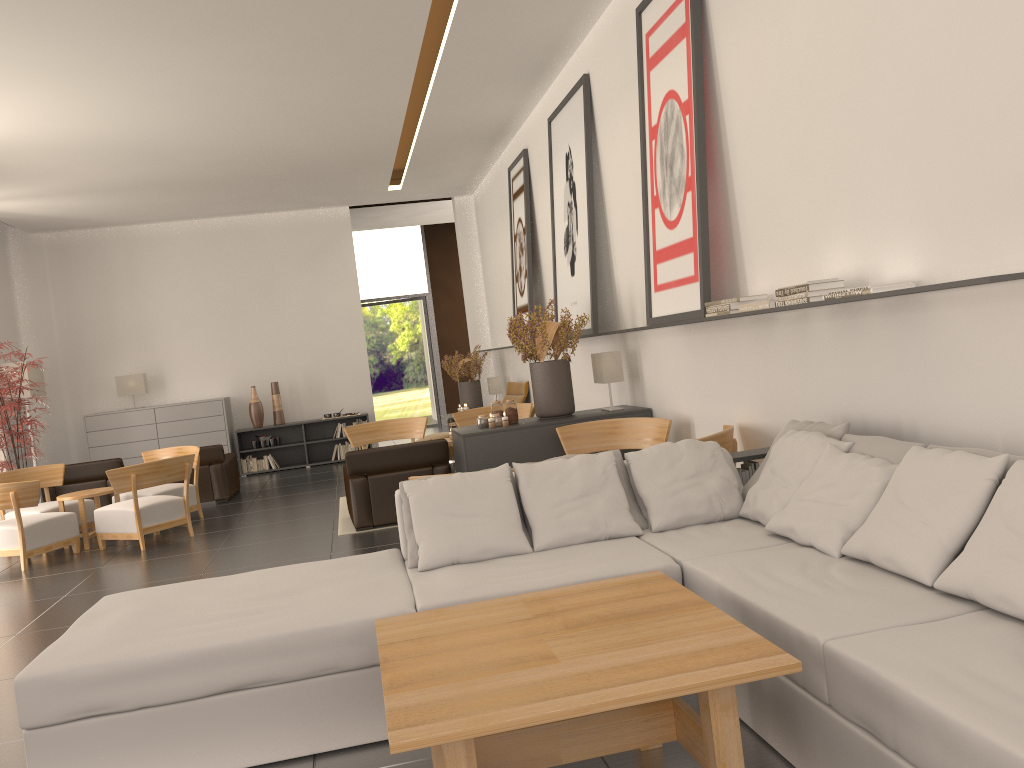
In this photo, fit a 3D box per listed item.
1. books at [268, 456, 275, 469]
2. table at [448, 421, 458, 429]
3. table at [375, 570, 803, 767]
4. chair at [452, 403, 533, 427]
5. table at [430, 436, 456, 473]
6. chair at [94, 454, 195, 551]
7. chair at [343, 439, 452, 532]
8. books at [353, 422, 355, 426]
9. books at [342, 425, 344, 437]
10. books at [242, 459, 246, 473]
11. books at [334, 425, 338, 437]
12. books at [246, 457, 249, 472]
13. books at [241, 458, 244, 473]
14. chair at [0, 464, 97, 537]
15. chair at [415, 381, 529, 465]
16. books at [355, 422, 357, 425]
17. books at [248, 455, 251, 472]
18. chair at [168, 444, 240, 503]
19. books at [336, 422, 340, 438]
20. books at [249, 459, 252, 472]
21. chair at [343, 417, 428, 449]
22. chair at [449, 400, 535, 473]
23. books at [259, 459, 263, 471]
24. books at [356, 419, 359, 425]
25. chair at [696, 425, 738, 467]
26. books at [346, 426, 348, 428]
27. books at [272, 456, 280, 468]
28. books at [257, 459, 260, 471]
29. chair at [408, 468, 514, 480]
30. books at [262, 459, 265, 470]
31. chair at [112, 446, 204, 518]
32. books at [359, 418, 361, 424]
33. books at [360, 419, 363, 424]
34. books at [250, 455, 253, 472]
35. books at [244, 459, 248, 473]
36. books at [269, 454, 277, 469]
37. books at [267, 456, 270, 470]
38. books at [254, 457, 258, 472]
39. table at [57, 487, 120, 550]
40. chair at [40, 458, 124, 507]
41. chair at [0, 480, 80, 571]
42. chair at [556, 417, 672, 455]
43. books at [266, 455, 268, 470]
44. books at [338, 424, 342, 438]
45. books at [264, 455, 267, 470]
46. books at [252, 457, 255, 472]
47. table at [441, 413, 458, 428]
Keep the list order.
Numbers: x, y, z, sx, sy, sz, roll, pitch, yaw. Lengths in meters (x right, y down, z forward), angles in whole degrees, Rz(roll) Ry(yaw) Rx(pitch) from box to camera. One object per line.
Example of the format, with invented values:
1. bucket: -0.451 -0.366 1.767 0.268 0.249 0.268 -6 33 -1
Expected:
1. books: -5.677 1.842 20.927 0.130 0.322 0.252 -7 2 -10
2. table: -0.820 1.161 17.625 0.798 0.903 0.797 -8 2 -33
3. table: 0.248 1.582 4.089 1.601 0.840 1.600 -7 2 -10
4. chair: -0.213 1.006 15.211 1.452 1.226 1.151 -7 2 -10
5. table: -0.912 1.296 14.061 0.797 0.903 0.798 -7 2 12
6. chair: -5.393 1.730 13.049 1.150 1.226 1.454 -6 2 35
7. chair: -1.605 1.354 12.572 1.538 1.075 1.499 -7 2 -10
8. books: -3.778 1.076 21.288 0.054 0.311 0.244 -7 2 -10
9. books: -4.052 1.115 21.239 0.017 0.305 0.239 -7 2 -10
10. books: -6.283 1.927 20.826 0.048 0.305 0.226 -7 2 -10
11. books: -4.215 1.144 21.202 0.142 0.289 0.252 -7 2 -10
12. books: -6.204 1.890 20.850 0.039 0.358 0.210 -7 1 -10
13. books: -6.318 1.915 20.806 0.022 0.338 0.253 -7 2 -10
14. chair: -7.464 1.942 14.120 1.150 1.226 1.454 -6 2 25
15. chair: -0.849 0.829 18.619 2.423 1.485 1.299 -8 2 -20
16. books: -3.732 1.067 21.301 0.039 0.318 0.236 -7 2 -10
17. books: -6.169 1.872 20.851 0.029 0.385 0.219 -7 1 -10
18. chair: -6.125 1.735 16.986 1.538 1.075 1.499 -7 2 -10
19. books: -4.163 1.105 21.221 0.138 0.354 0.236 -7 1 -10
20. books: -6.141 1.910 20.859 0.017 0.302 0.215 -7 1 -10
21. chair: -2.027 1.240 14.871 1.452 1.226 1.151 -7 2 -10
22. chair: -0.508 0.858 16.794 2.421 1.485 1.300 -7 2 -1
23. books: -5.918 1.907 20.925 0.054 0.249 0.167 -7 1 -10
24. books: -3.697 1.029 21.310 0.039 0.384 0.232 -7 1 -10
25. chair: 1.521 1.071 8.297 1.150 1.226 1.454 -6 2 35
26. books: -3.944 1.128 21.296 0.054 0.249 0.167 -7 1 -10
27. books: -5.581 1.844 20.945 0.142 0.289 0.252 -7 2 -10
28. books: -5.972 1.914 20.915 0.054 0.249 0.167 -7 1 -10
29. chair: -0.058 1.283 7.782 1.451 1.226 1.152 -6 2 15
30. books: -5.863 1.900 20.935 0.054 0.249 0.167 -7 1 -10
31. chair: -5.839 1.721 14.696 1.450 1.226 1.152 -6 2 30
32. books: -3.644 1.021 21.326 0.029 0.385 0.219 -7 1 -10
33. books: -3.609 1.030 21.337 0.039 0.358 0.210 -7 1 -10
34. books: -6.115 1.866 20.855 0.039 0.384 0.232 -7 1 -10
35. books: -6.237 1.918 20.825 0.039 0.312 0.246 -7 2 -10
36. books: -5.644 1.821 20.941 0.138 0.354 0.236 -7 1 -10
37. books: -5.748 1.858 20.920 0.017 0.305 0.239 -7 2 -10
38. books: -6.023 1.891 20.866 0.054 0.311 0.244 -7 2 -10
39. table: -6.430 2.050 13.562 0.869 0.803 0.870 -7 2 12
40. chair: -7.868 1.960 16.660 1.538 1.075 1.499 -7 2 -10
41. chair: -6.972 1.943 12.534 1.451 1.226 1.152 -6 2 15
42. chair: 1.074 1.062 9.944 1.450 1.226 1.152 -6 2 30
43. books: -5.768 1.851 20.909 0.019 0.324 0.254 -7 2 -10
44. books: -4.123 1.117 21.220 0.130 0.322 0.252 -7 2 -10
45. books: -5.811 1.853 20.935 0.054 0.328 0.187 -7 1 -10
46. books: -6.071 1.893 20.861 0.039 0.318 0.236 -7 2 -10
47. table: -0.731 1.066 20.558 1.601 0.840 1.600 -7 2 -10
